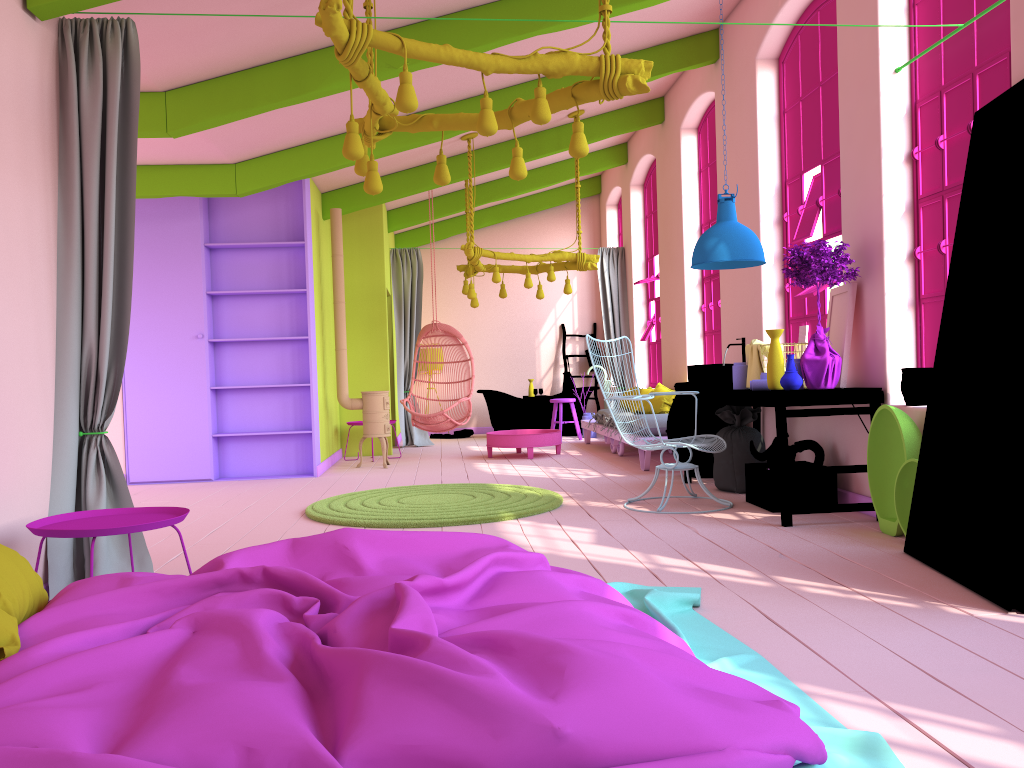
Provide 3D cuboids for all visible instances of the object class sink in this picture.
[{"bbox_3d":[1.615,-0.064,7.040,0.340,0.194,0.609,-2,1,-5],"label":"sink"}]

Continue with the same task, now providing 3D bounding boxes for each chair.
[{"bbox_3d":[0.710,0.505,12.477,0.472,0.593,0.446,-3,1,-36],"label":"chair"},{"bbox_3d":[-0.932,-0.979,10.606,0.860,3.130,0.806,-2,1,15],"label":"chair"},{"bbox_3d":[1.087,0.249,6.316,0.925,1.239,1.078,-1,1,30],"label":"chair"}]

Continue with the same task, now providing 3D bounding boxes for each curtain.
[{"bbox_3d":[1.495,-0.579,12.570,0.518,2.786,0.525,-2,1,15],"label":"curtain"},{"bbox_3d":[-1.435,-0.535,12.342,0.518,2.786,0.525,-3,1,-24],"label":"curtain"},{"bbox_3d":[-1.980,-0.403,4.177,0.518,2.786,0.525,-3,1,-24],"label":"curtain"}]

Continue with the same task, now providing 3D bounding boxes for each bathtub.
[{"bbox_3d":[0.414,0.426,13.561,1.889,0.740,0.826,-2,1,-5],"label":"bathtub"}]

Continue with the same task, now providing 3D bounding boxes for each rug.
[{"bbox_3d":[-0.572,0.892,6.654,1.888,0.050,1.888,-2,1,-17],"label":"rug"}]

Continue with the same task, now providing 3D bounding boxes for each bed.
[{"bbox_3d":[-0.427,0.715,2.094,2.802,0.514,3.575,-2,1,-5],"label":"bed"}]

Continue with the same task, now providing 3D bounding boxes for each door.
[{"bbox_3d":[2.120,-0.240,3.882,0.450,2.211,1.153,-2,1,5],"label":"door"}]

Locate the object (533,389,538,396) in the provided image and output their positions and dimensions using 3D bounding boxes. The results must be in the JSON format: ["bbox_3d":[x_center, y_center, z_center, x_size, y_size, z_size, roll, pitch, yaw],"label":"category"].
[{"bbox_3d":[0.356,0.158,13.355,0.069,0.170,0.069,-2,1,15],"label":"object"}]

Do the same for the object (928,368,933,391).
[{"bbox_3d":[2.407,0.018,4.916,0.182,0.223,0.182,-2,1,-22],"label":"object"}]

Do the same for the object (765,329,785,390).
[{"bbox_3d":[1.679,-0.155,5.652,0.116,0.383,0.116,-3,2,-31],"label":"object"}]

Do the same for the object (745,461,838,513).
[{"bbox_3d":[1.912,0.700,6.107,0.446,0.277,0.521,-2,1,-5],"label":"object"}]

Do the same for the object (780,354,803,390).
[{"bbox_3d":[1.717,-0.073,5.457,0.132,0.219,0.132,-2,1,12],"label":"object"}]

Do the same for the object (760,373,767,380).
[{"bbox_3d":[1.764,-0.019,6.177,0.065,0.118,0.065,-1,2,44],"label":"object"}]

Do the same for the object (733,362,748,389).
[{"bbox_3d":[1.687,-0.060,6.549,0.109,0.197,0.109,-2,1,-12],"label":"object"}]

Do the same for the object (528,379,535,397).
[{"bbox_3d":[0.294,0.086,13.514,0.097,0.321,0.097,-2,1,7],"label":"object"}]

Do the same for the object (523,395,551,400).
[{"bbox_3d":[0.375,0.216,13.554,0.360,0.068,1.323,-2,1,-5],"label":"object"}]

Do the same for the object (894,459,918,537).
[{"bbox_3d":[2.160,0.618,4.647,0.137,0.463,0.284,-2,1,-20],"label":"object"}]

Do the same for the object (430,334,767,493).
[{"bbox_3d":[0.332,0.048,10.555,2.827,1.580,7.863,-2,1,-4],"label":"object"}]

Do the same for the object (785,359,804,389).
[{"bbox_3d":[1.828,-0.064,5.736,0.109,0.197,0.109,-1,1,33],"label":"object"}]

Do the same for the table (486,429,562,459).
[{"bbox_3d":[0.141,0.701,10.375,0.885,0.285,0.885,-2,1,21],"label":"table"}]

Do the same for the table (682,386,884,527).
[{"bbox_3d":[1.854,0.426,6.419,0.655,0.821,2.192,-2,1,-5],"label":"table"}]

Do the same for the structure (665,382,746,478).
[{"bbox_3d":[1.733,0.402,7.923,0.718,0.845,0.718,-3,1,-37],"label":"structure"}]

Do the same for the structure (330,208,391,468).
[{"bbox_3d":[-1.616,-0.496,9.719,0.577,2.815,0.403,-2,1,13],"label":"structure"}]

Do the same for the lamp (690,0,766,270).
[{"bbox_3d":[1.510,-1.847,6.312,0.529,2.002,0.528,-1,1,27],"label":"lamp"}]

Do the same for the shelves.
[{"bbox_3d":[-2.927,-0.573,8.870,1.841,3.105,0.384,-2,1,-5],"label":"shelves"}]

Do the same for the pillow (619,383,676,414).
[{"bbox_3d":[1.597,0.179,10.276,0.578,0.399,1.997,-2,1,-5],"label":"pillow"}]

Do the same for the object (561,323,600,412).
[{"bbox_3d":[1.128,-0.110,14.342,0.603,1.765,0.410,-2,1,-5],"label":"object"}]

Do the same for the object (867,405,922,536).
[{"bbox_3d":[2.203,0.478,4.976,0.218,0.734,0.451,-2,1,-5],"label":"object"}]

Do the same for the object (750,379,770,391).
[{"bbox_3d":[1.709,0.008,6.106,0.137,0.076,0.076,-2,1,15],"label":"object"}]

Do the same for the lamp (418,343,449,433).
[{"bbox_3d":[-1.307,0.096,14.044,0.491,1.467,0.476,-1,1,25],"label":"lamp"}]

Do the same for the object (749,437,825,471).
[{"bbox_3d":[1.929,0.604,6.252,0.300,0.448,0.672,-3,1,-29],"label":"object"}]

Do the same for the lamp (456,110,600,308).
[{"bbox_3d":[-0.091,-2.018,10.261,1.610,2.265,1.775,-2,1,-23],"label":"lamp"}]

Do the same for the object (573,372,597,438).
[{"bbox_3d":[1.074,0.287,12.845,0.451,0.987,0.277,-1,2,40],"label":"object"}]

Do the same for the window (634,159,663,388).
[{"bbox_3d":[1.935,-1.440,11.580,0.551,3.010,1.513,-2,1,-5],"label":"window"}]

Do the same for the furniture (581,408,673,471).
[{"bbox_3d":[1.449,0.550,10.190,0.907,0.507,3.775,-2,1,-5],"label":"furniture"}]

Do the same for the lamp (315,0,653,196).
[{"bbox_3d":[-0.389,-2.135,4.675,1.610,2.265,1.775,-2,1,-23],"label":"lamp"}]

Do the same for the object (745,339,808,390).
[{"bbox_3d":[1.913,-0.148,6.387,0.444,0.369,0.633,-2,1,-5],"label":"object"}]

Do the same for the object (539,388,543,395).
[{"bbox_3d":[0.442,0.153,13.526,0.069,0.170,0.069,-2,1,15],"label":"object"}]

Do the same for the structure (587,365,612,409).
[{"bbox_3d":[1.407,0.238,13.618,0.451,1.062,0.254,-1,2,39],"label":"structure"}]

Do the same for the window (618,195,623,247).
[{"bbox_3d":[1.780,-1.468,13.482,0.072,3.048,1.274,-2,1,-5],"label":"window"}]

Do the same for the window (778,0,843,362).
[{"bbox_3d":[2.336,-1.393,6.683,0.492,3.004,1.497,-2,1,-5],"label":"window"}]

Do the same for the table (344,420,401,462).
[{"bbox_3d":[-1.668,0.671,10.582,0.596,0.459,0.596,-1,1,33],"label":"table"}]

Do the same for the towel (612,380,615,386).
[{"bbox_3d":[1.688,-0.017,13.761,0.262,0.102,0.247,-2,1,-4],"label":"towel"}]

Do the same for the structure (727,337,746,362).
[{"bbox_3d":[1.795,-0.170,7.078,0.166,0.397,0.087,-2,1,5],"label":"structure"}]

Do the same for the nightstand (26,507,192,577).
[{"bbox_3d":[-1.596,0.757,3.548,0.596,0.459,0.596,-1,1,33],"label":"nightstand"}]

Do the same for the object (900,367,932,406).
[{"bbox_3d":[2.383,0.015,5.212,0.182,0.223,0.182,-2,1,-27],"label":"object"}]

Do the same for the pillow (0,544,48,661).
[{"bbox_3d":[-1.496,0.591,1.747,0.848,0.822,2.617,-2,1,-15],"label":"pillow"}]

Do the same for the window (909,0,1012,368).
[{"bbox_3d":[2.486,-1.383,4.770,0.072,3.048,1.274,-2,1,-5],"label":"window"}]

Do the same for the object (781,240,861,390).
[{"bbox_3d":[1.941,-0.442,5.612,0.441,0.951,0.502,-3,2,-45],"label":"object"}]

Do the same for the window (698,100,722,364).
[{"bbox_3d":[2.132,-1.426,9.134,0.072,3.048,1.274,-2,1,-5],"label":"window"}]
